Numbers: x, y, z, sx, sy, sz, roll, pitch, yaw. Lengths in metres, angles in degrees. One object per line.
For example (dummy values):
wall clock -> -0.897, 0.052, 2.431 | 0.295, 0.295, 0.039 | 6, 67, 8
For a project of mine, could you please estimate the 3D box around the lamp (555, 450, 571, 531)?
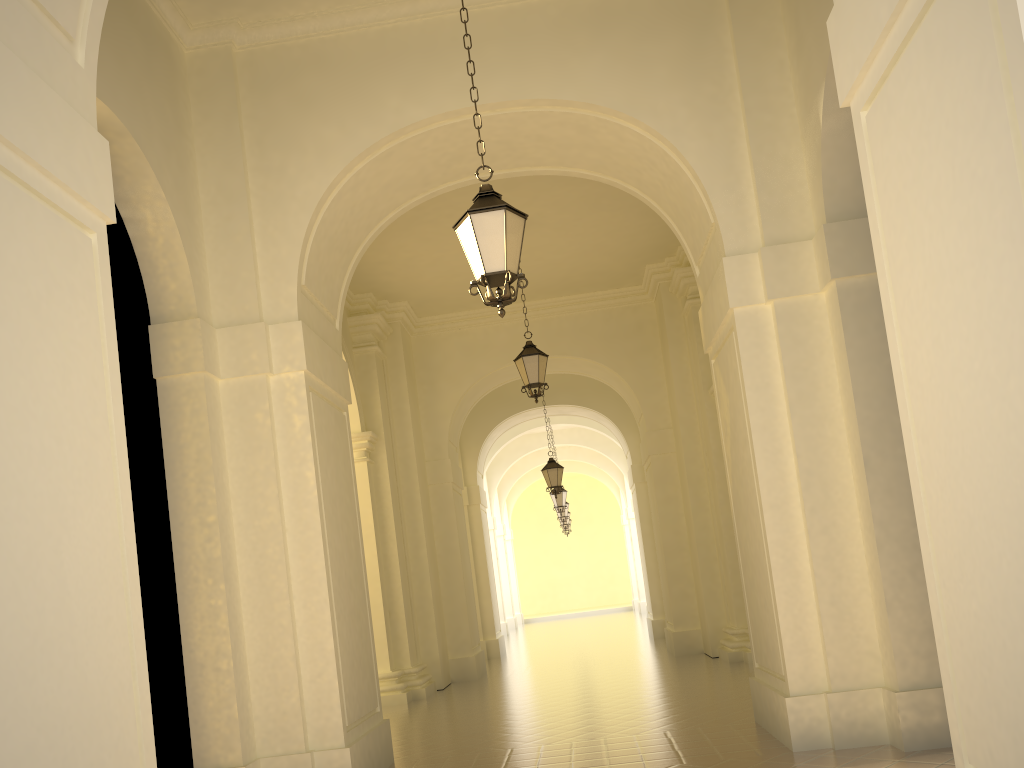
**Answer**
lamp -> 1.727, 3.665, 31.418 | 0.511, 3.268, 0.447 | -7, -4, 3

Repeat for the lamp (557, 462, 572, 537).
lamp -> 2.023, 4.510, 35.203 | 0.511, 3.268, 0.447 | -7, -4, 3

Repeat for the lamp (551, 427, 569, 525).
lamp -> 1.431, 2.816, 27.611 | 0.511, 3.268, 0.447 | -7, -4, 3

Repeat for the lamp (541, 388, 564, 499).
lamp -> 0.737, 0.829, 18.708 | 0.440, 3.268, 0.519 | -5, -5, -27

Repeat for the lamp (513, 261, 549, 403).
lamp -> 0.189, -0.977, 12.314 | 0.448, 2.534, 0.510 | -10, -5, 33

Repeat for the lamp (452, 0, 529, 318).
lamp -> -0.267, -2.045, 5.827 | 0.440, 3.268, 0.519 | -5, -5, -27

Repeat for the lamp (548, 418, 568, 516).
lamp -> 1.128, 1.951, 23.733 | 0.511, 3.268, 0.447 | -7, -4, 3
